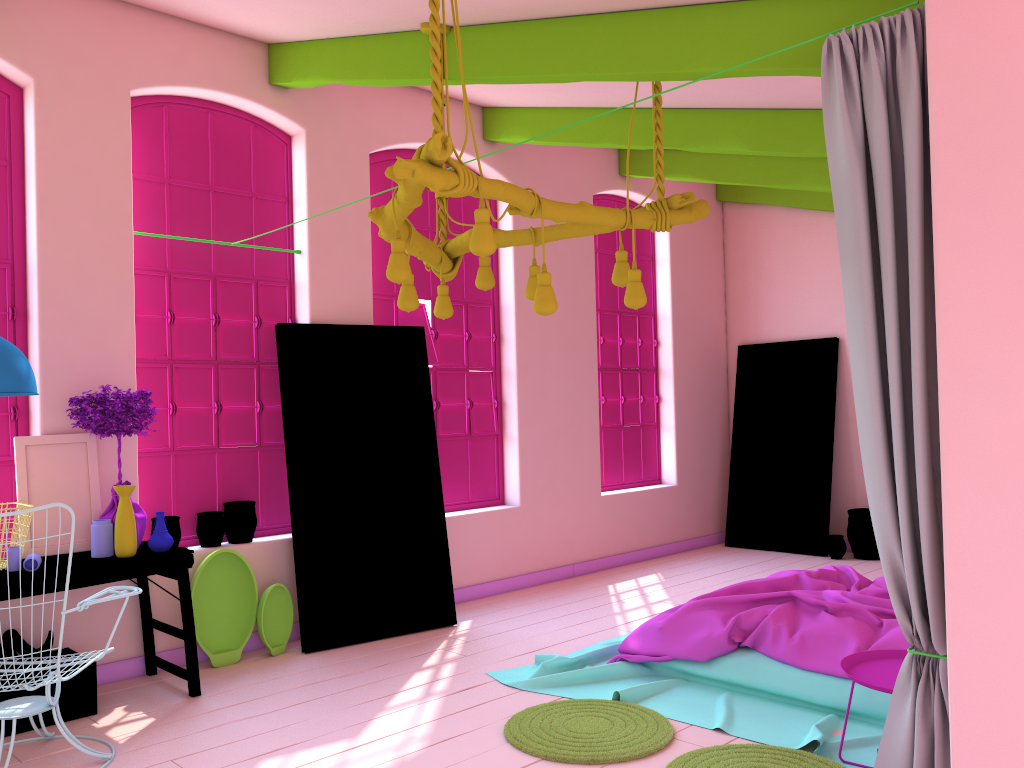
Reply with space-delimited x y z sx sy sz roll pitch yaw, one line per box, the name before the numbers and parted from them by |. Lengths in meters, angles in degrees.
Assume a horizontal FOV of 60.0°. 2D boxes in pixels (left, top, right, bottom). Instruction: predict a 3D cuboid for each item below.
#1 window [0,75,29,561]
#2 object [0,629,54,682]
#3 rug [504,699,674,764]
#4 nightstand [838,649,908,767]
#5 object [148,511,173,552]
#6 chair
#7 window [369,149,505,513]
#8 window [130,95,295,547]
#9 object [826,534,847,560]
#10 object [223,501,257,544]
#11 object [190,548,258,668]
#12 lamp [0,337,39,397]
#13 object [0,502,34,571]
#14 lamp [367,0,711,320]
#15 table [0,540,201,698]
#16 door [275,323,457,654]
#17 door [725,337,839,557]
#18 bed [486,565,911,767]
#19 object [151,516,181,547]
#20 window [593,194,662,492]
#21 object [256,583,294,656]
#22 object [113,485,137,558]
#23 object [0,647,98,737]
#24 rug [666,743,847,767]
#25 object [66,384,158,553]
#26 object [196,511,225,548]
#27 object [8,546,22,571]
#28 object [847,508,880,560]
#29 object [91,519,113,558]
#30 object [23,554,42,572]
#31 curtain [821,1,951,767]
window | -3.393 -0.427 4.694 1.497 3.003 0.492 -1 -1 -44
object | -2.671 1.529 4.604 0.300 0.448 0.672 -2 -1 21
rug | 0.367 1.660 4.275 0.792 0.021 0.792 -2 -2 28
nightstand | 1.662 1.390 3.612 0.596 0.458 0.596 -1 -1 -7
object | -1.968 0.826 4.965 0.132 0.219 0.132 -1 -1 -27
chair | -2.208 1.116 3.924 1.078 1.238 0.925 -1 -1 -9
window | -0.655 -0.427 7.368 1.513 3.009 0.214 -1 -1 -44
window | -2.014 -0.437 6.029 1.275 3.046 0.072 -1 -1 -44
object | 3.179 1.601 8.695 0.199 0.234 0.199 -2 -1 13
object | -1.836 0.933 5.988 0.223 0.272 0.223 -2 -1 33
object | -1.870 1.402 5.632 0.451 0.733 0.218 0 -1 -44
lamp | -2.612 -0.944 4.305 0.529 2.001 0.529 -1 -1 -13
object | -2.813 0.780 4.525 0.633 0.369 0.444 0 -2 -44
lamp | -0.164 -1.391 3.896 1.611 2.264 1.775 -2 -1 28
table | -2.763 1.349 4.444 2.192 0.820 0.655 0 -2 -44
door | -1.022 0.663 6.284 1.153 2.210 0.450 -1 -1 -34
door | 2.836 0.643 9.371 0.450 2.210 1.153 -1 -1 -44
bed | 2.036 1.407 5.439 3.576 0.514 2.803 0 -2 -44
object | -2.197 0.957 5.631 0.182 0.222 0.182 -2 -1 23
window | 1.117 -0.438 9.075 1.275 3.046 0.072 -1 -1 -44
object | -1.580 1.533 5.806 0.137 0.462 0.284 -2 -1 31
object | -2.099 0.745 4.814 0.116 0.383 0.116 -2 -1 20
object | -2.541 1.621 4.681 0.521 0.277 0.446 0 -2 -44
rug | 1.019 1.625 3.605 0.792 0.021 0.793 -1 -2 -17
object | -2.254 0.476 5.048 0.441 0.950 0.502 -2 -1 6
object | -1.983 0.957 5.839 0.182 0.222 0.182 -2 -1 28
object | -2.548 0.894 4.541 0.065 0.118 0.065 -2 -1 4
object | 3.487 1.469 8.692 0.386 0.471 0.386 -1 -1 -2
object | -2.252 0.847 4.873 0.109 0.197 0.109 -1 -1 -7
object | -2.458 0.916 4.543 0.076 0.076 0.137 -1 -1 -24
curtain | 1.345 0.216 2.944 0.518 2.785 0.525 -2 -1 27
